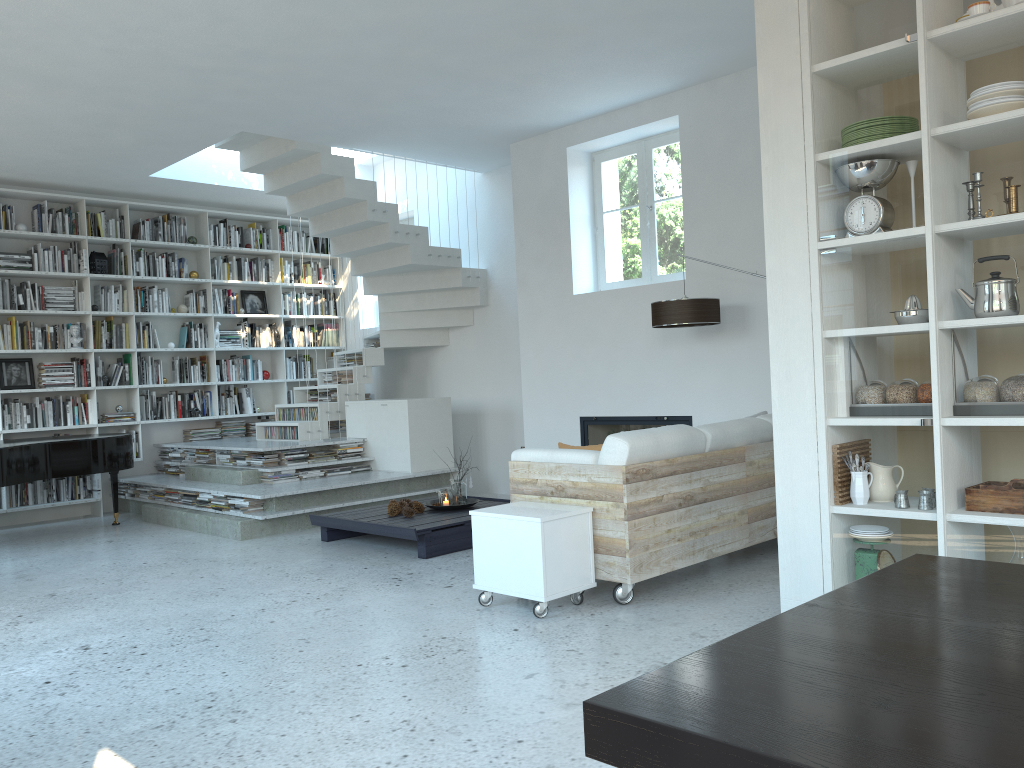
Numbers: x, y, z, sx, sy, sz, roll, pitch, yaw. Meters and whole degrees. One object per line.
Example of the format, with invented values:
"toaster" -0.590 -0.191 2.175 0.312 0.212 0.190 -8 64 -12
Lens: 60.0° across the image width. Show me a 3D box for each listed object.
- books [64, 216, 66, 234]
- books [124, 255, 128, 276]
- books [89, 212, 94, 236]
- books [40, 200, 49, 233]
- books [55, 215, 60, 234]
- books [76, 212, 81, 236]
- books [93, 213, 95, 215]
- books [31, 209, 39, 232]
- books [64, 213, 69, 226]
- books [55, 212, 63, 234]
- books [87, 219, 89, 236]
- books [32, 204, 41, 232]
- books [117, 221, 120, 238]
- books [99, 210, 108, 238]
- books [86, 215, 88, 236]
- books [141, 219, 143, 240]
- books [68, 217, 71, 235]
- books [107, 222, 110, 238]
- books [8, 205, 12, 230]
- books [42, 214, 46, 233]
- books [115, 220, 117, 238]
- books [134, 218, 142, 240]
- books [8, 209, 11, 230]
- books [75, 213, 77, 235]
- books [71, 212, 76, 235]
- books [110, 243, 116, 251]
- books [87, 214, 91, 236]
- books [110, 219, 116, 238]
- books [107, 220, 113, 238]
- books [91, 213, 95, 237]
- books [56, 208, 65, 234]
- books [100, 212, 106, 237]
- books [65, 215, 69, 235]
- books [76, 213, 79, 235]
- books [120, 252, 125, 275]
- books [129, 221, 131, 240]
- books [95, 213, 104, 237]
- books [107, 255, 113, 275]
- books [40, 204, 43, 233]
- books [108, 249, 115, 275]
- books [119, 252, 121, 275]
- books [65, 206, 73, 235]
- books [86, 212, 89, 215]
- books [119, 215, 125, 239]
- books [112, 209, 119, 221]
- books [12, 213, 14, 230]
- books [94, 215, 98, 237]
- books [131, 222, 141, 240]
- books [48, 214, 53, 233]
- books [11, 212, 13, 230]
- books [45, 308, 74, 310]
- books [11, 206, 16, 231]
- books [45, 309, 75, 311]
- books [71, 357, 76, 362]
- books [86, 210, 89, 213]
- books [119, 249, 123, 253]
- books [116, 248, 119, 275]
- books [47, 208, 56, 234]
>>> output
"books" -4.403 -1.538 8.664 0.012 0.217 0.179 -4 1 -45
"books" -3.972 -1.193 9.059 0.008 0.214 0.223 -4 1 -45
"books" -4.219 -1.569 8.850 0.034 0.261 0.157 -4 1 -45
"books" -4.513 -1.589 8.552 0.010 0.331 0.186 -4 1 -45
"books" -4.442 -1.528 8.625 0.033 0.203 0.166 -4 1 -45
"books" -4.310 -1.563 8.779 0.022 0.257 0.136 -4 1 -45
"books" -4.206 -1.572 8.898 0.007 0.264 0.133 -4 1 -45
"books" -4.579 -1.542 8.513 0.012 0.245 0.151 -4 1 -45
"books" -4.393 -1.547 8.713 0.026 0.234 0.137 -4 1 -45
"books" -4.426 -1.546 8.648 0.023 0.236 0.154 -4 1 -45
"books" -4.254 -1.533 8.825 0.015 0.193 0.160 -4 1 -45
"books" -4.559 -1.567 8.509 0.014 0.292 0.176 -4 1 -45
"books" -4.039 -1.546 9.032 0.022 0.194 0.182 -4 1 -45
"books" -4.121 -1.593 8.942 0.010 0.297 0.167 -4 1 -45
"books" -4.260 -1.586 8.811 0.007 0.298 0.181 -4 1 -45
"books" -3.873 -1.580 9.203 0.011 0.244 0.172 -4 1 -45
"books" -4.373 -1.533 8.723 0.014 0.204 0.135 -4 1 -45
"books" -4.105 -1.535 8.953 0.022 0.180 0.173 -4 1 -45
"books" -4.736 -1.539 8.340 0.005 0.255 0.168 -4 1 -45
"books" -4.540 -1.526 8.554 0.031 0.208 0.146 -4 1 -45
"books" -4.062 -1.549 9.020 0.025 0.203 0.162 -4 1 -45
"books" -3.874 -1.579 9.189 0.009 0.244 0.173 -4 1 -45
"books" -4.744 -1.520 8.334 0.016 0.219 0.144 -4 1 -45
"books" -4.333 -1.555 8.758 0.014 0.244 0.145 -4 1 -45
"books" -4.341 -1.554 8.736 0.028 0.244 0.161 -4 1 -45
"books" -4.059 -1.251 9.012 0.025 0.339 0.143 -4 1 -45
"books" -4.230 -1.558 8.815 0.007 0.239 0.191 -4 1 -45
"books" -4.067 -1.554 8.986 0.031 0.213 0.169 -4 1 -45
"books" -4.089 -1.547 8.970 0.024 0.202 0.180 -4 1 -45
"books" -4.209 -1.571 8.870 0.008 0.262 0.142 -4 1 -45
"books" -4.405 -1.564 8.649 0.010 0.270 0.180 -4 1 -45
"books" -4.147 -1.580 8.941 0.030 0.274 0.151 -4 1 -45
"books" -4.378 -1.531 8.665 0.023 0.202 0.193 -4 1 -45
"books" -4.317 -1.553 8.762 0.014 0.239 0.153 -4 1 -45
"books" -3.995 -1.209 9.037 0.013 0.248 0.186 -4 1 -45
"books" -3.960 -1.605 9.091 0.019 0.304 0.176 -4 1 -45
"books" -4.161 -1.569 8.897 0.054 0.254 0.191 -4 1 -45
"books" -4.081 -1.187 8.994 0.019 0.214 0.156 -4 1 -45
"books" -4.549 -1.569 8.530 0.011 0.296 0.157 -4 1 -45
"books" -4.054 -1.217 8.976 0.021 0.272 0.190 -4 1 -45
"books" -4.021 -1.211 9.031 0.005 0.255 0.158 -4 1 -45
"books" -4.362 -1.585 8.727 0.012 0.308 0.138 -4 1 -45
"books" -4.236 -1.568 8.830 0.006 0.260 0.166 -4 1 -45
"books" -4.003 -1.577 9.047 0.029 0.253 0.186 -4 1 -45
"books" -4.042 -1.613 9.055 0.012 0.330 0.128 -4 1 -45
"books" -4.726 -1.505 8.361 0.010 0.186 0.152 -4 1 -45
"books" -4.188 -1.557 8.866 0.015 0.234 0.171 -4 1 -45
"books" -3.888 -1.559 9.166 0.046 0.206 0.183 -4 1 -45
"books" -4.493 -1.530 8.577 0.050 0.211 0.173 -4 1 -45
"books" -4.743 -1.536 8.360 0.013 0.249 0.148 -4 1 -45
"books" -4.424 -0.724 8.633 0.254 0.012 0.161 -3 0 -42
"books" -4.716 -1.540 8.363 0.011 0.256 0.143 -4 1 -45
"books" -4.422 -0.711 8.631 0.161 0.012 0.254 -3 0 41
"books" -4.318 -0.111 8.747 0.011 0.299 0.130 -4 1 -45
"books" -4.240 -1.578 8.842 0.007 0.279 0.150 -4 1 -45
"books" -4.003 -1.230 9.078 0.005 0.292 0.130 -4 1 -45
"books" -4.031 -1.226 9.008 0.021 0.288 0.179 -4 1 -45
"books" -4.479 -1.560 8.616 0.028 0.270 0.140 -4 1 -45
